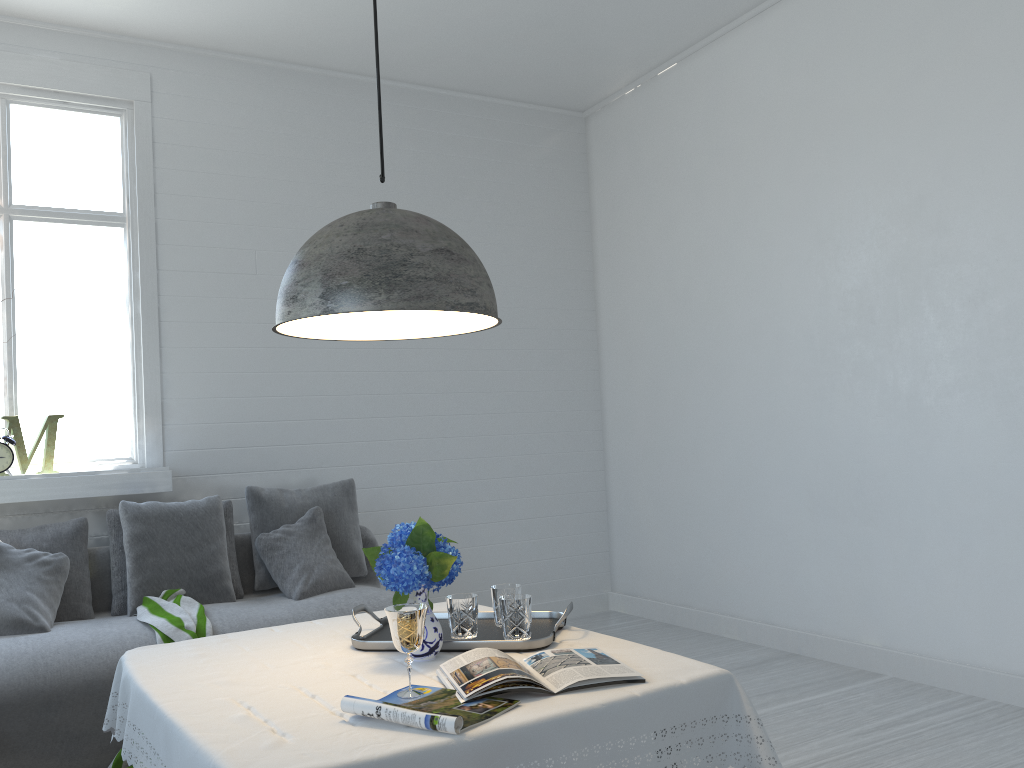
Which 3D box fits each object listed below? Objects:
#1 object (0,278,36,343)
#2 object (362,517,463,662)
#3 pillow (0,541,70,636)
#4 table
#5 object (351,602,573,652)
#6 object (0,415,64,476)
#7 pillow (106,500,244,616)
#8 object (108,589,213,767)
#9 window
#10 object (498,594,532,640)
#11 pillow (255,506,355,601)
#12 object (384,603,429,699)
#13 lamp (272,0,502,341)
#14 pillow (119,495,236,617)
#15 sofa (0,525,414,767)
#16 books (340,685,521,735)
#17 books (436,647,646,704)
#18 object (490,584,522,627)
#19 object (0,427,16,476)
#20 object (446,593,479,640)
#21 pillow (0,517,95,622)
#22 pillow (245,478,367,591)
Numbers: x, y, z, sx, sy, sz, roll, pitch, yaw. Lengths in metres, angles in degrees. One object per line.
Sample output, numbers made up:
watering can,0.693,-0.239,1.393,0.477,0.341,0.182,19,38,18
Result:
object,-2.699,-0.018,4.151,0.848,0.935,0.635,-4,-3,17
object,-0.257,0.539,2.344,0.265,0.376,0.236,-1,-3,-28
pillow,-2.245,0.910,4.008,0.380,0.463,0.417,-2,-3,-15
table,-0.303,1.080,2.337,1.327,0.724,1.672,-1,-4,-29
object,-0.146,0.690,2.587,0.651,0.092,0.399,-4,-4,12
object,-2.513,0.320,4.613,0.330,0.311,0.052,0,-4,-40
pillow,-1.749,0.889,4.607,0.641,0.520,0.281,-1,-3,-29
object,-1.563,1.176,3.797,0.622,0.832,1.582,-3,-3,-6
window,-2.617,-0.592,4.603,1.482,2.396,0.379,-1,-3,-30
object,0.012,0.651,2.467,0.095,0.119,0.096,-3,-3,-6
pillow,-1.085,0.892,4.676,0.380,0.463,0.417,0,-4,-45
object,-0.228,0.589,1.958,0.098,0.191,0.098,-2,-3,-10
lamp,-0.379,-1.169,2.396,0.601,2.043,0.601,-5,-3,31
pillow,-1.687,0.860,4.477,0.509,0.572,0.296,-1,-3,-30
sofa,-1.454,1.150,3.074,3.407,0.898,3.398,-1,-4,-30
books,-0.169,0.666,1.859,0.300,0.043,0.229,-5,-4,34
books,0.055,0.662,2.072,0.422,0.049,0.300,-2,-4,-15
object,-0.015,0.664,2.656,0.095,0.119,0.096,-3,-3,-6
object,-2.579,0.341,4.428,0.182,0.250,0.075,-1,-3,-30
object,-0.139,0.662,2.526,0.096,0.119,0.095,-6,-4,44
pillow,-2.360,0.926,4.240,0.639,0.521,0.279,-1,-3,-30
pillow,-1.141,0.827,4.949,0.639,0.560,0.279,-1,-3,-29
